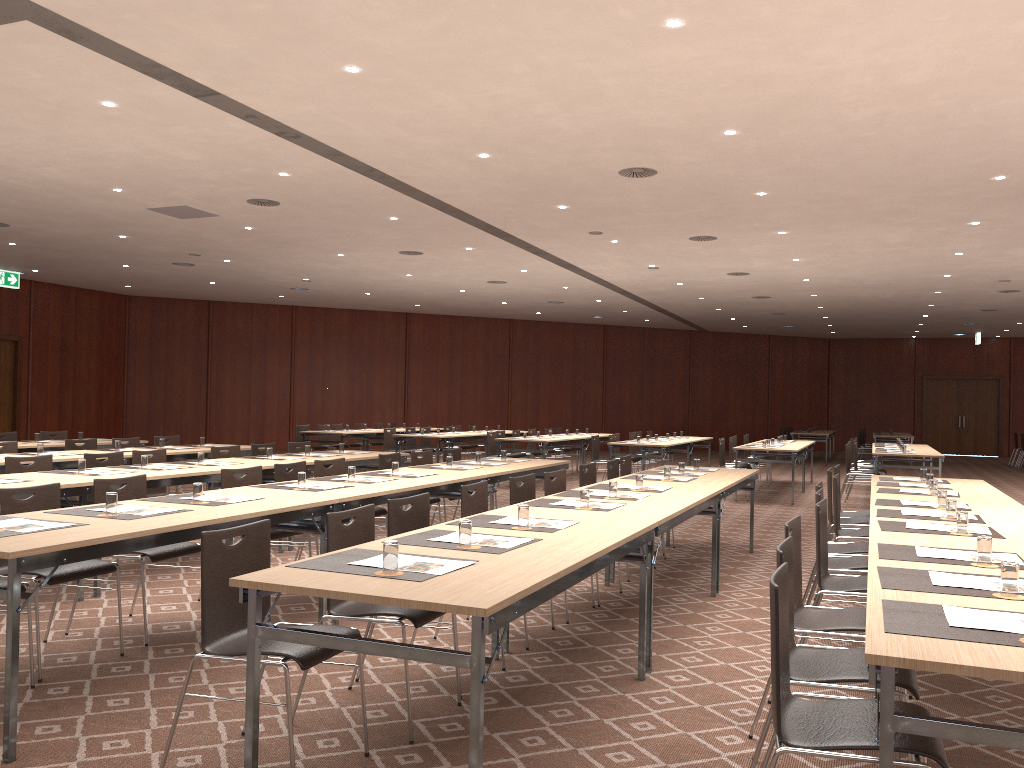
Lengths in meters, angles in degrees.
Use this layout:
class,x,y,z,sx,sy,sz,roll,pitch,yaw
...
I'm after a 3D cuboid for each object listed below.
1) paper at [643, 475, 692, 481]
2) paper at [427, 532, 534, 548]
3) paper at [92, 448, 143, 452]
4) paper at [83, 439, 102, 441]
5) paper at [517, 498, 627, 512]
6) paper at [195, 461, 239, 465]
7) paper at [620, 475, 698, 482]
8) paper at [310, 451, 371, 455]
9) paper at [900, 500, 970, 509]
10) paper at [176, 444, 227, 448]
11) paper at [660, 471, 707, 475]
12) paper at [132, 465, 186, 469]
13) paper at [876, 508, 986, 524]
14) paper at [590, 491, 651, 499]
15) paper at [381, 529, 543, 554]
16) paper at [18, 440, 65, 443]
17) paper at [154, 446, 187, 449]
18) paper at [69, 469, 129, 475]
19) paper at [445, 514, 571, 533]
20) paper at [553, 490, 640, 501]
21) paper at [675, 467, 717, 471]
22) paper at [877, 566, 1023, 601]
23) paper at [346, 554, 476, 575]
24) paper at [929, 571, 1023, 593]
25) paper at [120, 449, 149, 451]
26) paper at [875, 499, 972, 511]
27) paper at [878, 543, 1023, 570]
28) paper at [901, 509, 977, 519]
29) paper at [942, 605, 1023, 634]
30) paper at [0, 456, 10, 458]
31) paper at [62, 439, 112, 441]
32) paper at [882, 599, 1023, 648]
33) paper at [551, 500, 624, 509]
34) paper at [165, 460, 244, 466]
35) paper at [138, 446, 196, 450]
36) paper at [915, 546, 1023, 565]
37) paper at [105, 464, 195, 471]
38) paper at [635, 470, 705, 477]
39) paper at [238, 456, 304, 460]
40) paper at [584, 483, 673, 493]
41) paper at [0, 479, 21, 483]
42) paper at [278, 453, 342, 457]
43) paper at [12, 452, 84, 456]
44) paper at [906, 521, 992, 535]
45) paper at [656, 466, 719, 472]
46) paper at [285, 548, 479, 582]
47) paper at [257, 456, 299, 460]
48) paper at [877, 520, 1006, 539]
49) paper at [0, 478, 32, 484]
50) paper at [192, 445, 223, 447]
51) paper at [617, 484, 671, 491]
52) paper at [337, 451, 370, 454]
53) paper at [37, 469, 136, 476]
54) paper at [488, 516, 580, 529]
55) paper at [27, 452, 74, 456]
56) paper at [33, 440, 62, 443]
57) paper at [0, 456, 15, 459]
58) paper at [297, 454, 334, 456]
class,x,y,z,sx,sy,sz,roll,pitch,yaw
paper,1.319,0.802,7.562,0.398,0.006,0.283,1,-1,23
paper,-0.137,0.691,3.940,0.398,0.006,0.283,1,-1,25
paper,-4.313,0.732,9.806,0.565,0.003,0.460,1,-1,25
paper,-5.596,0.743,11.804,0.398,0.006,0.283,1,-1,23
paper,0.375,0.739,5.435,0.565,0.003,0.460,1,-1,21
paper,-2.733,0.726,8.141,0.398,0.006,0.283,1,-1,23
paper,1.253,0.804,7.543,0.565,0.003,0.460,1,-1,23
paper,-1.964,0.792,10.247,0.565,0.003,0.460,1,-1,23
paper,2.801,0.797,5.882,0.398,0.006,0.283,1,-1,20
paper,-3.823,0.768,10.988,0.565,0.003,0.460,1,-1,22
paper,1.575,0.820,8.174,0.398,0.006,0.283,1,-1,23
paper,-3.003,0.708,7.567,0.398,0.006,0.283,1,-1,24
paper,2.465,0.780,5.249,0.565,0.003,0.460,1,-1,23
paper,0.722,0.756,6.060,0.398,0.006,0.283,1,-1,21
paper,-0.212,0.693,3.921,0.565,0.003,0.460,1,-1,25
paper,-5.889,0.727,11.160,0.565,0.003,0.460,1,-1,22
paper,-3.999,0.749,10.453,0.398,0.006,0.283,1,-1,19
paper,-3.228,0.689,6.954,0.398,0.006,0.283,1,-1,23
paper,0.013,0.711,4.542,0.565,0.003,0.460,1,-1,21
paper,0.608,0.757,6.041,0.565,0.003,0.460,1,-1,19
paper,1.822,0.839,8.768,0.398,0.006,0.283,1,-1,19
paper,1.624,0.717,3.183,0.565,0.003,0.460,1,-1,20
paper,-0.374,0.673,3.334,0.398,0.006,0.283,1,-1,25
paper,1.723,0.715,3.184,0.398,0.006,0.283,1,-1,22
paper,-4.200,0.731,9.825,0.398,0.006,0.283,1,-1,20
paper,2.716,0.799,5.877,0.565,0.003,0.460,1,-1,24
paper,1.872,0.735,3.792,0.565,0.003,0.460,1,-1,22
paper,2.551,0.779,5.312,0.398,0.006,0.283,1,-1,22
paper,1.487,0.697,2.589,0.398,0.006,0.283,1,-1,22
paper,-4.863,0.684,8.322,0.398,0.006,0.283,1,-1,20
paper,-5.668,0.744,11.740,0.565,0.003,0.460,1,-1,24
paper,1.381,0.698,2.566,0.565,0.003,0.460,1,-1,22
paper,0.461,0.737,5.435,0.398,0.006,0.283,1,-1,25
paper,-2.834,0.728,8.152,0.565,0.003,0.460,1,-1,22
paper,-4.041,0.751,10.402,0.565,0.003,0.460,1,-1,21
paper,1.949,0.733,3.796,0.398,0.006,0.283,1,-1,23
paper,-3.068,0.710,7.560,0.565,0.003,0.460,1,-1,20
paper,1.464,0.821,8.138,0.565,0.003,0.460,1,-1,23
paper,-2.455,0.756,9.064,0.565,0.003,0.460,1,-1,22
paper,0.874,0.775,6.609,0.565,0.003,0.460,1,-1,21
paper,-3.584,0.662,6.052,0.398,0.006,0.283,1,-1,22
paper,-2.206,0.774,9.632,0.565,0.003,0.460,1,-1,20
paper,-4.659,0.705,8.903,0.565,0.003,0.460,1,-1,21
paper,2.304,0.761,4.695,0.398,0.006,0.283,1,-1,24
paper,1.733,0.840,8.748,0.565,0.003,0.460,1,-1,21
paper,-0.477,0.674,3.331,0.565,0.003,0.460,1,-1,23
paper,-2.368,0.754,9.068,0.398,0.006,0.283,1,-1,19
paper,2.238,0.762,4.665,0.565,0.003,0.460,1,-1,20
paper,-3.664,0.664,6.052,0.565,0.003,0.460,1,-1,20
paper,-3.729,0.767,11.022,0.398,0.006,0.283,1,-1,23
paper,0.972,0.774,6.656,0.398,0.006,0.283,1,-1,23
paper,-1.882,0.791,10.287,0.398,0.006,0.283,1,-1,23
paper,-3.318,0.691,6.960,0.565,0.003,0.460,1,-1,20
paper,0.117,0.710,4.557,0.398,0.006,0.283,1,-1,22
paper,-4.609,0.702,8.915,0.398,0.006,0.283,1,-1,24
paper,-5.820,0.725,11.167,0.398,0.006,0.283,1,-1,21
paper,-4.937,0.685,8.294,0.565,0.003,0.460,1,-1,24
paper,-2.140,0.772,9.658,0.398,0.006,0.283,1,-1,19
